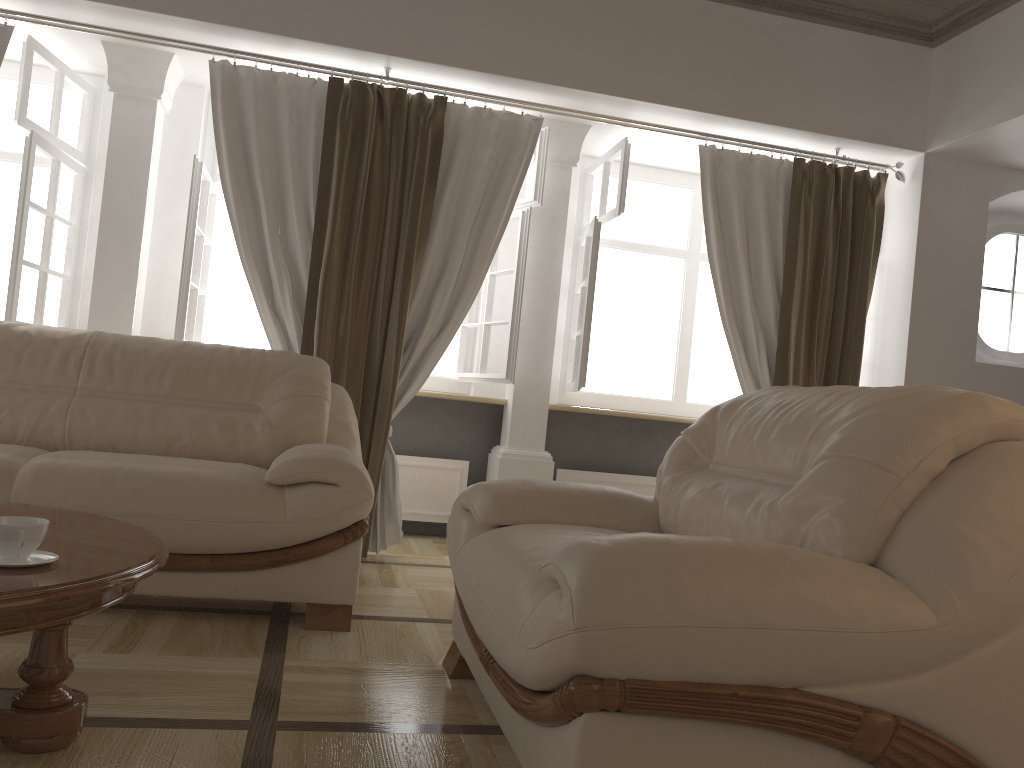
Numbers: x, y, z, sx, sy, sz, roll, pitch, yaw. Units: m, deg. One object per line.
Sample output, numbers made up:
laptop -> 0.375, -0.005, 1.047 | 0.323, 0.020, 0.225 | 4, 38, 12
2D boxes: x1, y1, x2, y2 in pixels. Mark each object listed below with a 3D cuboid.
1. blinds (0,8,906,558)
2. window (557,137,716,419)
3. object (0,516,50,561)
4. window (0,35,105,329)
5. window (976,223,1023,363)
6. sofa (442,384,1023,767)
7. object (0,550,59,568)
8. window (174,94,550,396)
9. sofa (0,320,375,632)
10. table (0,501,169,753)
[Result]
blinds -> -0.806, -0.366, 4.119 | 5.765, 2.294, 0.285 | 6, -1, -12
window -> 1.128, -0.546, 5.132 | 1.653, 1.500, 0.782 | 6, -1, -12
object -> -0.907, 0.285, 1.614 | 0.105, 0.071, 0.114 | 6, -1, 3
window -> -2.927, -0.975, 4.243 | 1.600, 1.500, 0.781 | 6, -1, -12
window -> 2.835, -0.514, 5.037 | 0.600, 0.784, 0.050 | 6, -1, -12
sofa -> 0.448, 0.415, 2.103 | 1.052, 0.900, 1.318 | 6, -1, -12
object -> -0.910, 0.320, 1.618 | 0.150, 0.010, 0.150 | 6, -2, -23
window -> -0.807, -0.750, 4.720 | 1.759, 1.500, 0.784 | 6, -1, -13
sofa -> -1.570, 0.238, 3.093 | 2.135, 0.900, 1.051 | 6, -1, -12
table -> -1.303, 0.485, 1.704 | 1.169, 0.392, 1.167 | 6, -2, -17
